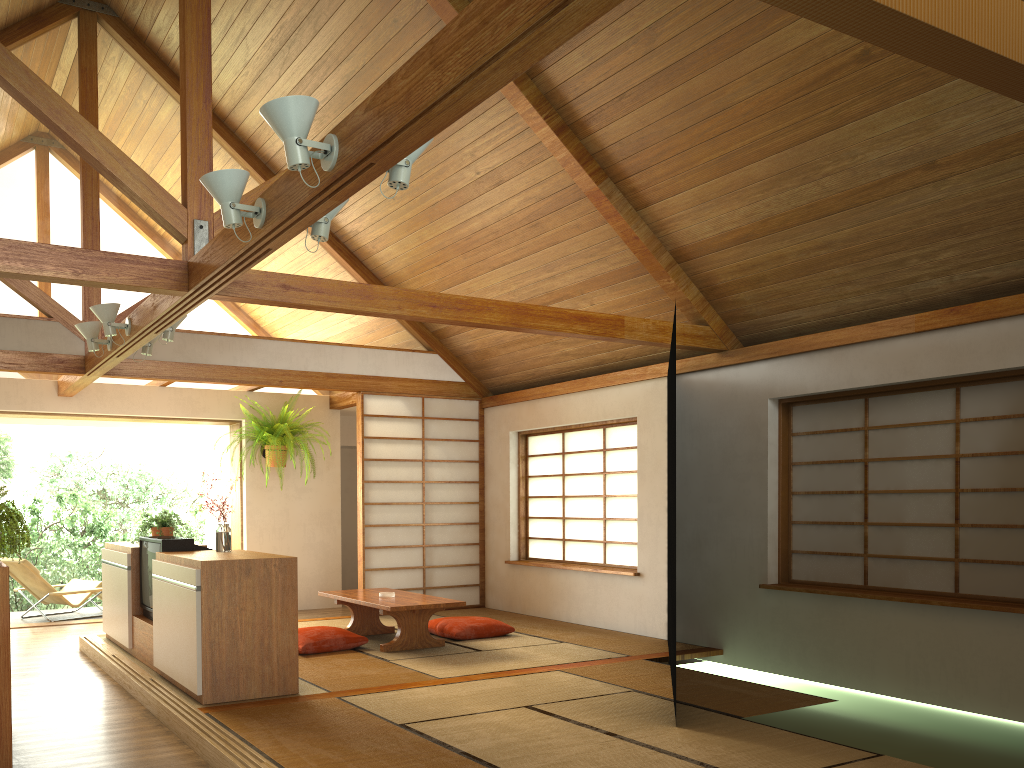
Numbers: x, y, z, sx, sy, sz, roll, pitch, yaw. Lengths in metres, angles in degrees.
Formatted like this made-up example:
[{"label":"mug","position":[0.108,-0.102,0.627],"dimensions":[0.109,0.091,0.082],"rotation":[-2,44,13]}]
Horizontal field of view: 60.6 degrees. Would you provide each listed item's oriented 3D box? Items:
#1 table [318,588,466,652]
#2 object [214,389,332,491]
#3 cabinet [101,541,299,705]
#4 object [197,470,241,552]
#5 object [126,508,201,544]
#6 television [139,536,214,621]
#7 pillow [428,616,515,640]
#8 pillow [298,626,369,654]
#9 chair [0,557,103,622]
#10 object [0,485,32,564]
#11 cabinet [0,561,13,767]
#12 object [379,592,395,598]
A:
[{"label":"table","position":[-0.921,1.742,6.489],"dimensions":[0.565,0.335,1.285],"rotation":[3,-8,-33]},{"label":"object","position":[-2.325,0.593,8.857],"dimensions":[1.193,1.126,1.131],"rotation":[2,-4,-39]},{"label":"cabinet","position":[-2.168,1.450,5.757],"dimensions":[0.523,0.735,2.832],"rotation":[1,-7,-34]},{"label":"object","position":[-1.766,0.761,5.253],"dimensions":[0.225,0.500,0.238],"rotation":[0,0,-26]},{"label":"object","position":[-2.712,1.140,6.703],"dimensions":[0.518,0.375,0.553],"rotation":[-2,-5,18]},{"label":"television","position":[-2.144,1.277,5.768],"dimensions":[0.461,0.538,0.684],"rotation":[1,-4,-33]},{"label":"pillow","position":[-0.364,1.890,6.826],"dimensions":[0.523,0.131,0.600],"rotation":[4,-9,-33]},{"label":"pillow","position":[-1.390,1.811,6.246],"dimensions":[0.521,0.148,0.603],"rotation":[5,-9,-38]},{"label":"chair","position":[-4.495,2.036,8.828],"dimensions":[0.855,0.626,1.164],"rotation":[-3,-6,32]},{"label":"object","position":[-2.338,0.621,3.830],"dimensions":[0.445,0.350,0.507],"rotation":[0,-5,-8]},{"label":"cabinet","position":[-3.438,1.161,3.307],"dimensions":[2.620,0.879,0.895],"rotation":[4,-5,-30]},{"label":"object","position":[-0.922,1.555,6.459],"dimensions":[0.127,0.030,0.112],"rotation":[-5,-8,31]}]
